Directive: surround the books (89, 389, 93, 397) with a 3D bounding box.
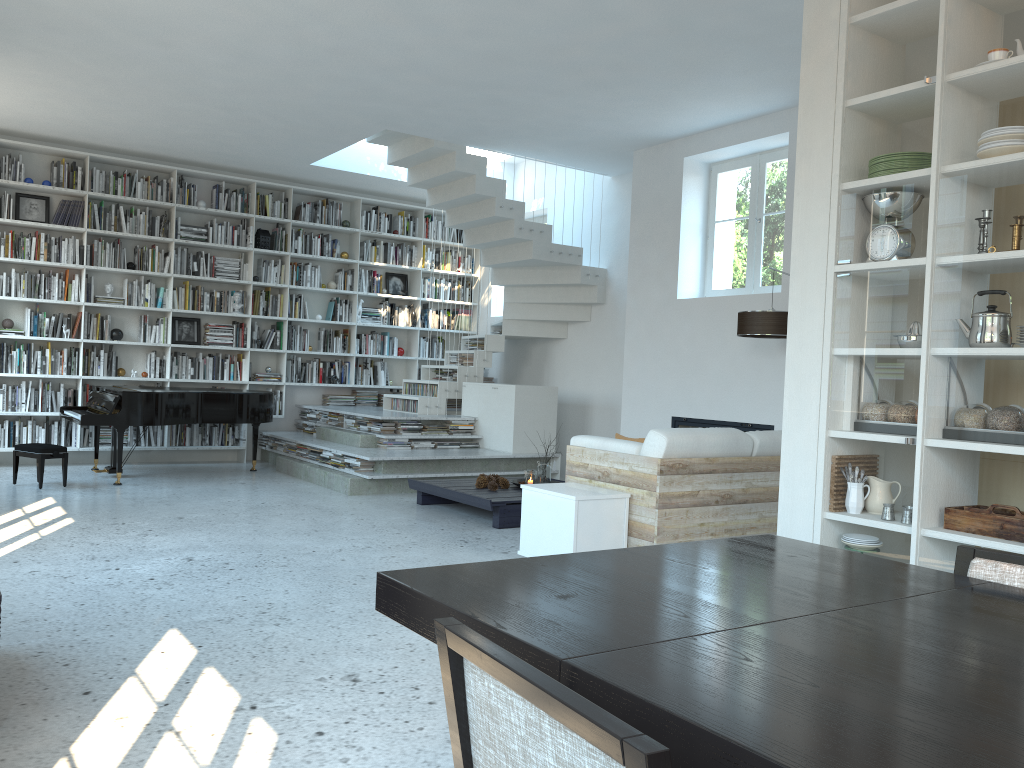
[{"bbox_3d":[-4.328,0.171,9.086,0.023,0.237,0.172,2,1,-34],"label":"books"}]

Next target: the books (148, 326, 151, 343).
[{"bbox_3d":[-3.862,-0.525,9.393,0.030,0.183,0.154,2,1,-34],"label":"books"}]

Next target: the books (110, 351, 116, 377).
[{"bbox_3d":[-4.140,-0.208,9.196,0.027,0.261,0.163,2,1,-34],"label":"books"}]

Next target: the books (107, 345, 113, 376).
[{"bbox_3d":[-4.171,-0.242,9.176,0.050,0.328,0.166,2,1,-34],"label":"books"}]

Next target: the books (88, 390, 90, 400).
[{"bbox_3d":[-4.348,0.174,9.085,0.010,0.228,0.168,2,1,-34],"label":"books"}]

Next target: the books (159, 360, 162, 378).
[{"bbox_3d":[-3.777,-0.161,9.476,0.031,0.195,0.142,2,1,-34],"label":"books"}]

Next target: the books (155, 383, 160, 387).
[{"bbox_3d":[-3.787,0.149,9.458,0.013,0.320,0.173,2,1,-34],"label":"books"}]

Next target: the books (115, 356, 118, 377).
[{"bbox_3d":[-4.129,-0.183,9.223,0.023,0.212,0.160,2,1,-34],"label":"books"}]

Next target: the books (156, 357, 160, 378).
[{"bbox_3d":[-3.790,-0.174,9.442,0.029,0.221,0.153,2,1,-34],"label":"books"}]

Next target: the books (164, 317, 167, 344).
[{"bbox_3d":[-3.718,-0.568,9.462,0.021,0.281,0.162,2,1,-34],"label":"books"}]

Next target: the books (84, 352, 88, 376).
[{"bbox_3d":[-4.358,-0.205,9.054,0.030,0.239,0.157,2,1,-34],"label":"books"}]

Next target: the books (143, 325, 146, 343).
[{"bbox_3d":[-3.895,-0.527,9.352,0.025,0.186,0.154,2,1,-34],"label":"books"}]

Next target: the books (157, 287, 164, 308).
[{"bbox_3d":[-3.750,-0.910,9.423,0.060,0.227,0.179,2,1,-34],"label":"books"}]

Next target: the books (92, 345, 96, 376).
[{"bbox_3d":[-4.293,-0.239,9.095,0.014,0.313,0.166,2,1,-34],"label":"books"}]

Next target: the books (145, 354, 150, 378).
[{"bbox_3d":[-3.865,-0.194,9.401,0.012,0.254,0.161,2,1,-34],"label":"books"}]

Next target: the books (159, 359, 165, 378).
[{"bbox_3d":[-3.746,-0.163,9.480,0.024,0.201,0.158,2,1,-34],"label":"books"}]

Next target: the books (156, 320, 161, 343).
[{"bbox_3d":[-3.764,-0.552,9.432,0.012,0.244,0.171,2,1,-34],"label":"books"}]

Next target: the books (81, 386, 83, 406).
[{"bbox_3d":[-4.407,0.153,9.058,0.023,0.266,0.134,2,1,-34],"label":"books"}]

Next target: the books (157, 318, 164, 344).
[{"bbox_3d":[-3.751,-0.564,9.448,0.027,0.269,0.178,2,1,-34],"label":"books"}]

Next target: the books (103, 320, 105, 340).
[{"bbox_3d":[-4.214,-0.550,9.136,0.011,0.208,0.180,2,1,-34],"label":"books"}]

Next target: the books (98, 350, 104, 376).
[{"bbox_3d":[-4.238,-0.215,9.131,0.027,0.269,0.185,2,1,-34],"label":"books"}]

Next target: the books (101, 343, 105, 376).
[{"bbox_3d":[-4.234,-0.250,9.162,0.013,0.339,0.138,2,1,-34],"label":"books"}]

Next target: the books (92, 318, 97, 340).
[{"bbox_3d":[-4.288,-0.563,9.090,0.025,0.228,0.153,2,1,-34],"label":"books"}]

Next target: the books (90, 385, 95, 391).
[{"bbox_3d":[-4.321,0.152,9.120,0.026,0.273,0.146,2,1,-34],"label":"books"}]

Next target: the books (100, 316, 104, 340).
[{"bbox_3d":[-4.241,-0.571,9.141,0.028,0.248,0.142,2,1,-34],"label":"books"}]

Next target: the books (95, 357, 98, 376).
[{"bbox_3d":[-4.282,-0.180,9.111,0.024,0.196,0.156,2,1,-34],"label":"books"}]

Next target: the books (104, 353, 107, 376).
[{"bbox_3d":[-4.215,-0.200,9.168,0.029,0.241,0.135,2,1,-34],"label":"books"}]

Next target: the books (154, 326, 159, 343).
[{"bbox_3d":[-3.787,-0.524,9.431,0.024,0.188,0.172,2,1,-34],"label":"books"}]

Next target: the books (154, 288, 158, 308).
[{"bbox_3d":[-3.798,-0.908,9.418,0.026,0.219,0.150,2,1,-34],"label":"books"}]

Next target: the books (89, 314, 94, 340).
[{"bbox_3d":[-4.311,-0.581,9.070,0.036,0.263,0.166,2,1,-34],"label":"books"}]

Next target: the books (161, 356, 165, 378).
[{"bbox_3d":[-3.742,-0.184,9.513,0.019,0.242,0.107,2,1,-34],"label":"books"}]

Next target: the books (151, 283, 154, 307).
[{"bbox_3d":[-3.824,-0.929,9.375,0.023,0.260,0.170,2,1,-34],"label":"books"}]

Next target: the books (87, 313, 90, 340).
[{"bbox_3d":[-4.340,-0.588,9.058,0.026,0.275,0.154,2,1,-34],"label":"books"}]

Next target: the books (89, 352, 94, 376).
[{"bbox_3d":[-4.318,-0.208,9.081,0.042,0.248,0.162,2,1,-34],"label":"books"}]

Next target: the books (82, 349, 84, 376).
[{"bbox_3d":[-4.393,-0.224,9.045,0.013,0.275,0.147,2,1,-34],"label":"books"}]

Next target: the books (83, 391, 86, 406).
[{"bbox_3d":[-4.385,0.180,9.068,0.026,0.213,0.139,2,1,-34],"label":"books"}]

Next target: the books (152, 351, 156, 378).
[{"bbox_3d":[-3.810,-0.210,9.436,0.014,0.291,0.131,2,1,-34],"label":"books"}]

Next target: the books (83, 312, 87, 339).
[{"bbox_3d":[-4.358,-0.594,9.040,0.025,0.284,0.145,2,1,-34],"label":"books"}]

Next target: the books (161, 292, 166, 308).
[{"bbox_3d":[-3.724,-0.886,9.463,0.027,0.181,0.141,2,1,-34],"label":"books"}]

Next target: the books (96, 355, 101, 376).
[{"bbox_3d":[-4.261,-0.189,9.120,0.021,0.215,0.172,2,1,-34],"label":"books"}]

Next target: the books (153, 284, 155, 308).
[{"bbox_3d":[-3.817,-0.927,9.404,0.022,0.256,0.152,2,1,-34],"label":"books"}]

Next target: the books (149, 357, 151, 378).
[{"bbox_3d":[-3.859,-0.180,9.415,0.015,0.225,0.148,2,1,-34],"label":"books"}]

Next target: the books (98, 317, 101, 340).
[{"bbox_3d":[-4.249,-0.569,9.116,0.014,0.244,0.153,2,1,-34],"label":"books"}]

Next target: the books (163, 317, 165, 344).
[{"bbox_3d":[-3.730,-0.568,9.451,0.011,0.279,0.187,2,1,-34],"label":"books"}]

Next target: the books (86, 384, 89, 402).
[{"bbox_3d":[-4.360,0.144,9.084,0.013,0.288,0.160,2,1,-34],"label":"books"}]

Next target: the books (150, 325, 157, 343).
[{"bbox_3d":[-3.817,-0.526,9.405,0.057,0.188,0.156,2,1,-34],"label":"books"}]

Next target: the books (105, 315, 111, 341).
[{"bbox_3d":[-4.180,-0.578,9.171,0.028,0.266,0.144,2,1,-34],"label":"books"}]

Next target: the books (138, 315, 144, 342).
[{"bbox_3d":[-3.911,-0.577,9.344,0.012,0.285,0.159,2,1,-34],"label":"books"}]

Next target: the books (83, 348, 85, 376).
[{"bbox_3d":[-4.376,-0.228,9.044,0.013,0.283,0.146,2,1,-34],"label":"books"}]

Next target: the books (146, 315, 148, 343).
[{"bbox_3d":[-3.873,-0.583,9.374,0.012,0.298,0.166,2,1,-34],"label":"books"}]

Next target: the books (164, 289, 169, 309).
[{"bbox_3d":[-3.703,-0.904,9.479,0.026,0.217,0.126,2,1,-34],"label":"books"}]

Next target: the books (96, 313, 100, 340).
[{"bbox_3d":[-4.254,-0.585,9.087,0.026,0.274,0.190,2,1,-34],"label":"books"}]

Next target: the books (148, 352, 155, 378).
[{"bbox_3d":[-3.830,-0.200,9.411,0.027,0.269,0.158,2,1,-34],"label":"books"}]

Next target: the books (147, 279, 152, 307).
[{"bbox_3d":[-3.837,-0.950,9.364,0.011,0.301,0.178,2,1,-34],"label":"books"}]

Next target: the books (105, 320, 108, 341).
[{"bbox_3d":[-4.196,-0.554,9.144,0.028,0.216,0.175,2,1,-34],"label":"books"}]

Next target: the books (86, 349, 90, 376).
[{"bbox_3d":[-4.335,-0.220,9.059,0.012,0.272,0.181,2,1,-34],"label":"books"}]

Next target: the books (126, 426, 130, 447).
[{"bbox_3d":[-4.032,0.524,9.309,0.012,0.254,0.161,2,1,-34],"label":"books"}]

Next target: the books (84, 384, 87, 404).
[{"bbox_3d":[-4.368,0.147,9.076,0.010,0.282,0.149,2,1,-34],"label":"books"}]

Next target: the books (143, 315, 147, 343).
[{"bbox_3d":[-3.884,-0.580,9.371,0.011,0.292,0.155,2,1,-34],"label":"books"}]
